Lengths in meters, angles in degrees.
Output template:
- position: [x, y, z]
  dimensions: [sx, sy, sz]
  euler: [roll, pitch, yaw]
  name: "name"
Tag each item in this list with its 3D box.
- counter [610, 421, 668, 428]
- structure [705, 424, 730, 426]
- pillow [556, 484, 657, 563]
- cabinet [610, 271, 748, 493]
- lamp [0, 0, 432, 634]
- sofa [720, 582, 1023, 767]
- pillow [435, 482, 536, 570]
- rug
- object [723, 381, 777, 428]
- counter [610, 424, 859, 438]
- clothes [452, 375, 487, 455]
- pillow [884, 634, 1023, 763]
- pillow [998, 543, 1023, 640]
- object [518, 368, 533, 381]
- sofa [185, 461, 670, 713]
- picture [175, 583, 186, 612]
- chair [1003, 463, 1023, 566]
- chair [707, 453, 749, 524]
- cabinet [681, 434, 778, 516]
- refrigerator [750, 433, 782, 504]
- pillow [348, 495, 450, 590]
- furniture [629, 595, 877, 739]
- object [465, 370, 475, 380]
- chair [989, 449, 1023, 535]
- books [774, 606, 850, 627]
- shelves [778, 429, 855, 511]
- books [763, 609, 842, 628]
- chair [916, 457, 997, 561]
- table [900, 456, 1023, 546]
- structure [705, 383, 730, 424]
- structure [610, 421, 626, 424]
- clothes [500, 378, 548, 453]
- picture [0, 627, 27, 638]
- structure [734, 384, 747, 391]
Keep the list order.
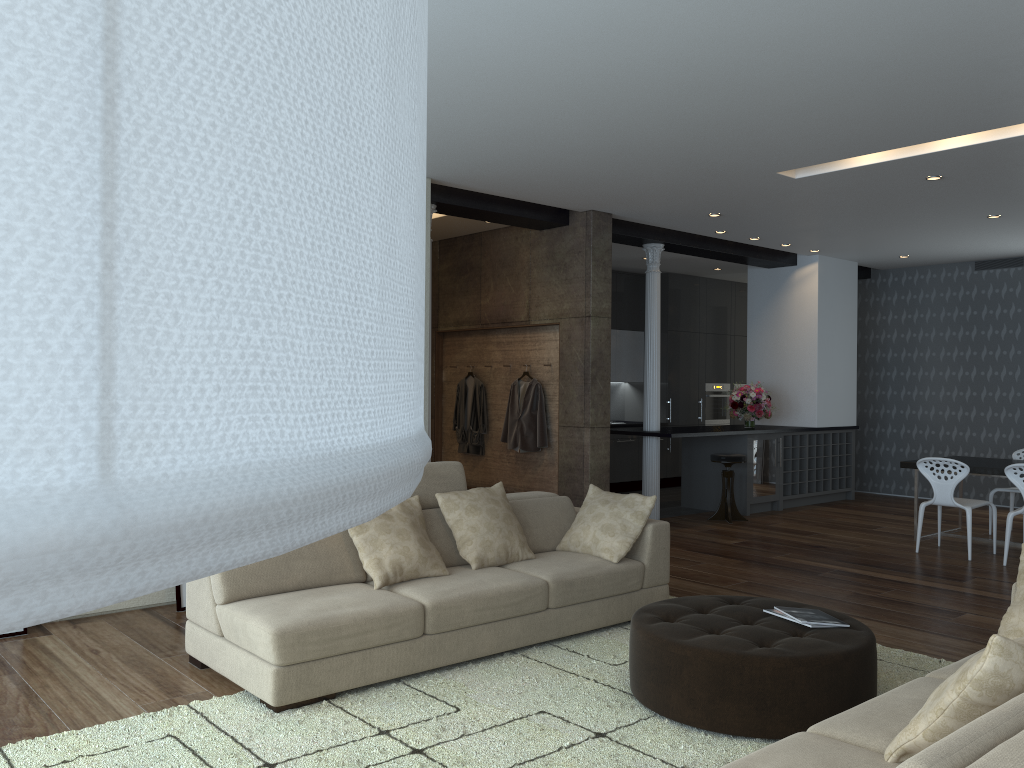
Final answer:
- position: [0.534, 0.631, 11.376]
  dimensions: [3.597, 0.223, 0.807]
  euler: [1, 0, -41]
  name: "counter"
- position: [2.846, 0.890, 13.212]
  dimensions: [0.595, 0.596, 0.591]
  euler: [1, 0, -41]
  name: "structure"
- position: [0.581, 0.832, 5.368]
  dimensions: [0.395, 0.393, 0.518]
  euler: [1, 0, -44]
  name: "pillow"
- position: [1.991, -0.052, 12.615]
  dimensions: [7.409, 2.980, 0.827]
  euler: [1, 0, -41]
  name: "cabinet"
- position: [-0.381, 0.524, 0.267]
  dimensions: [0.698, 1.728, 0.698]
  euler: [1, 0, -17]
  name: "lamp"
- position: [1.590, 0.942, 2.643]
  dimensions: [2.581, 0.950, 1.021]
  euler: [1, 0, -41]
  name: "sofa"
- position: [-0.150, 0.802, 5.051]
  dimensions: [0.534, 0.439, 0.301]
  euler: [1, 0, -44]
  name: "pillow"
- position: [0.401, 1.397, 3.356]
  dimensions: [4.231, 0.020, 2.972]
  euler: [1, 0, -41]
  name: "rug"
- position: [2.770, 0.236, 10.334]
  dimensions: [0.544, 0.552, 0.570]
  euler: [1, 0, -35]
  name: "object"
- position: [2.656, 0.529, 10.369]
  dimensions: [3.700, 0.040, 1.000]
  euler: [1, 0, -41]
  name: "counter"
- position: [-0.463, 0.328, 9.432]
  dimensions: [0.141, 0.855, 0.569]
  euler: [1, 0, -40]
  name: "clothes"
- position: [1.311, 0.820, 2.401]
  dimensions: [0.519, 0.416, 0.368]
  euler: [1, 0, -36]
  name: "pillow"
- position: [2.213, 0.843, 3.476]
  dimensions: [0.395, 0.393, 0.518]
  euler: [1, 0, -37]
  name: "pillow"
- position: [0.138, -0.082, 8.748]
  dimensions: [0.010, 0.219, 0.430]
  euler: [1, 0, -41]
  name: "object"
- position: [-0.334, 0.929, 4.875]
  dimensions: [2.581, 0.950, 1.021]
  euler: [1, 0, -41]
  name: "sofa"
- position: [-1.647, 0.823, 5.856]
  dimensions: [1.183, 1.140, 0.225]
  euler: [1, 0, -41]
  name: "picture"
- position: [4.216, 1.035, 7.027]
  dimensions: [0.581, 0.835, 0.495]
  euler: [1, 0, -41]
  name: "chair"
- position: [3.830, 1.226, 6.358]
  dimensions: [16.134, 0.952, 21.556]
  euler: [1, 0, -41]
  name: "chair"
- position: [2.522, 0.995, 10.256]
  dimensions: [0.642, 0.897, 0.900]
  euler: [1, 0, -41]
  name: "cabinet"
- position: [2.827, 0.938, 9.948]
  dimensions: [0.578, 0.774, 0.075]
  euler: [1, 0, -37]
  name: "refrigerator"
- position: [-0.614, 0.806, 4.634]
  dimensions: [0.368, 0.416, 0.519]
  euler: [0, 0, 45]
  name: "pillow"
- position: [1.056, 1.219, 3.950]
  dimensions: [1.057, 0.355, 1.057]
  euler: [1, 0, -39]
  name: "furniture"
- position: [-0.442, -0.086, 9.439]
  dimensions: [0.010, 0.219, 0.430]
  euler: [1, 0, -41]
  name: "object"
- position: [4.995, 1.047, 8.589]
  dimensions: [0.581, 0.835, 0.495]
  euler: [1, 0, -41]
  name: "chair"
- position: [1.332, 1.036, 3.958]
  dimensions: [0.220, 0.040, 0.301]
  euler: [1, 0, -6]
  name: "books"
- position: [3.409, 1.006, 11.020]
  dimensions: [1.700, 0.897, 0.900]
  euler: [1, 0, -41]
  name: "shelves"
- position: [1.306, 1.043, 3.955]
  dimensions: [0.219, 0.031, 0.300]
  euler: [1, 0, -26]
  name: "books"
- position: [3.761, 1.032, 7.561]
  dimensions: [0.581, 0.835, 0.495]
  euler: [1, 0, -41]
  name: "chair"
- position: [5.156, 1.097, 7.321]
  dimensions: [1.200, 0.733, 3.400]
  euler: [1, 0, -41]
  name: "table"
- position: [2.852, 0.289, 13.214]
  dimensions: [0.595, 0.596, 0.591]
  euler: [1, 0, -41]
  name: "structure"
- position: [1.020, 0.528, 11.739]
  dimensions: [0.900, 0.066, 0.520]
  euler: [1, 0, -41]
  name: "structure"
- position: [0.116, 0.306, 8.745]
  dimensions: [0.173, 0.735, 0.700]
  euler: [1, 0, -42]
  name: "clothes"
- position: [-2.986, 0.880, 4.721]
  dimensions: [0.700, 0.988, 0.195]
  euler: [1, 0, -41]
  name: "picture"
- position: [3.386, 0.225, 13.666]
  dimensions: [0.595, 0.452, 0.528]
  euler: [1, 0, -41]
  name: "structure"
